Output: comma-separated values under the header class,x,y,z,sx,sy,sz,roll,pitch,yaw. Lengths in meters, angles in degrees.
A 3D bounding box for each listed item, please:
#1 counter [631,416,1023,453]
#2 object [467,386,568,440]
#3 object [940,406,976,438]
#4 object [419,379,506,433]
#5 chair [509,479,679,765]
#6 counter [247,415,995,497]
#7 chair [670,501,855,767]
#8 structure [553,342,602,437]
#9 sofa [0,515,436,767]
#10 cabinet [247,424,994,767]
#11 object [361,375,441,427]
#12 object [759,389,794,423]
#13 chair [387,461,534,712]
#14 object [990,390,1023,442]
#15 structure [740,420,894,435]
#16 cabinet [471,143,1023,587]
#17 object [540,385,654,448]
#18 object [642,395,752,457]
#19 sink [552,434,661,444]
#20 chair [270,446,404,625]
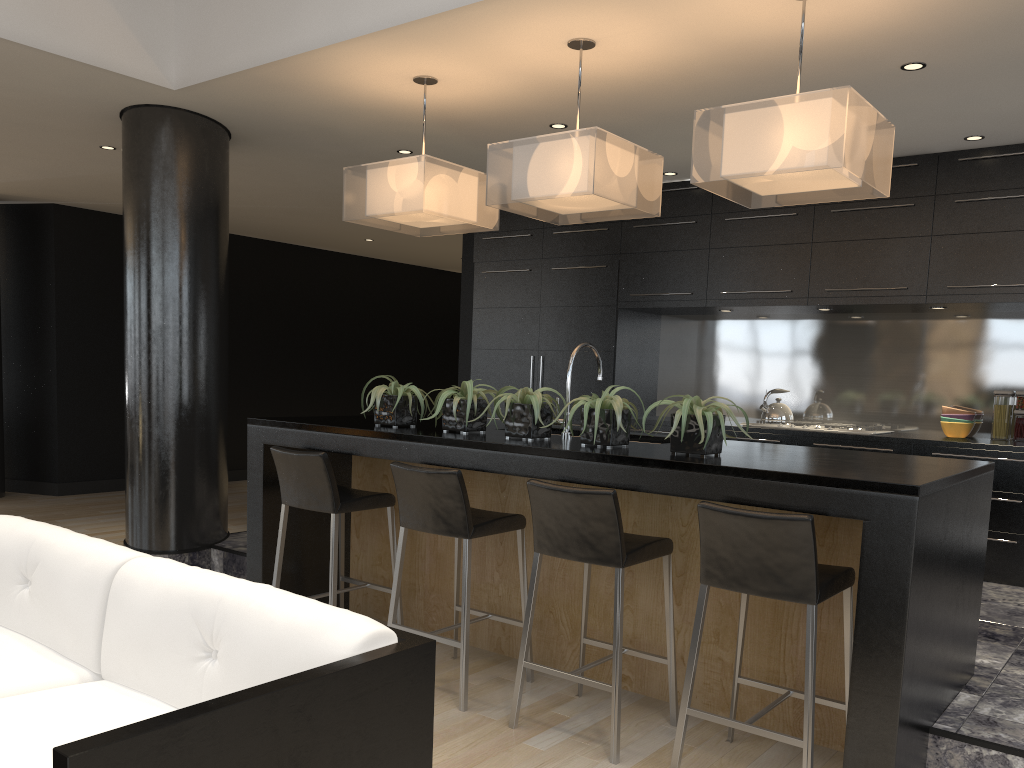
class,x,y,z,sx,sy,sz,roll,pitch,yaw
counter,2.113,0.330,6.118,2.849,0.034,0.729,3,1,37
object,0.079,0.121,3.657,0.397,0.219,0.404,1,2,-28
object,2.907,0.249,5.755,0.204,0.207,0.184,5,5,39
object,-0.248,0.093,3.938,0.406,0.241,0.395,1,2,-28
chair,0.325,0.837,3.330,0.473,0.972,0.517,6,6,37
counter,0.280,0.250,3.898,3.102,0.032,1.177,3,1,37
chair,0.858,0.863,2.922,0.473,0.972,0.517,6,6,37
structure,0.456,0.327,4.139,2.765,1.026,0.653,3,4,37
sofa,-1.239,0.869,2.273,2.023,0.810,0.836,3,3,37
cabinet,0.259,0.787,3.956,3.102,1.046,1.176,3,3,37
object,-0.557,0.078,4.206,0.397,0.241,0.404,1,2,-28
object,1.861,0.147,6.175,0.220,0.232,0.220,4,4,30
chair,-0.228,0.810,3.753,0.473,0.972,0.517,6,6,37
object,3.221,0.204,5.540,0.364,0.318,0.113,5,6,38
structure,2.101,0.306,6.101,0.896,0.067,0.519,3,1,37
cabinet,2.116,-0.127,6.049,5.704,2.545,0.725,3,5,37
object,0.379,0.124,3.429,0.397,0.241,0.404,1,2,-28
object,0.719,0.151,3.241,0.406,0.219,0.395,1,2,-28
sink,0.389,0.348,4.124,0.918,0.161,0.460,3,1,37
chair,-0.850,0.780,4.229,0.473,0.972,0.517,6,6,37
